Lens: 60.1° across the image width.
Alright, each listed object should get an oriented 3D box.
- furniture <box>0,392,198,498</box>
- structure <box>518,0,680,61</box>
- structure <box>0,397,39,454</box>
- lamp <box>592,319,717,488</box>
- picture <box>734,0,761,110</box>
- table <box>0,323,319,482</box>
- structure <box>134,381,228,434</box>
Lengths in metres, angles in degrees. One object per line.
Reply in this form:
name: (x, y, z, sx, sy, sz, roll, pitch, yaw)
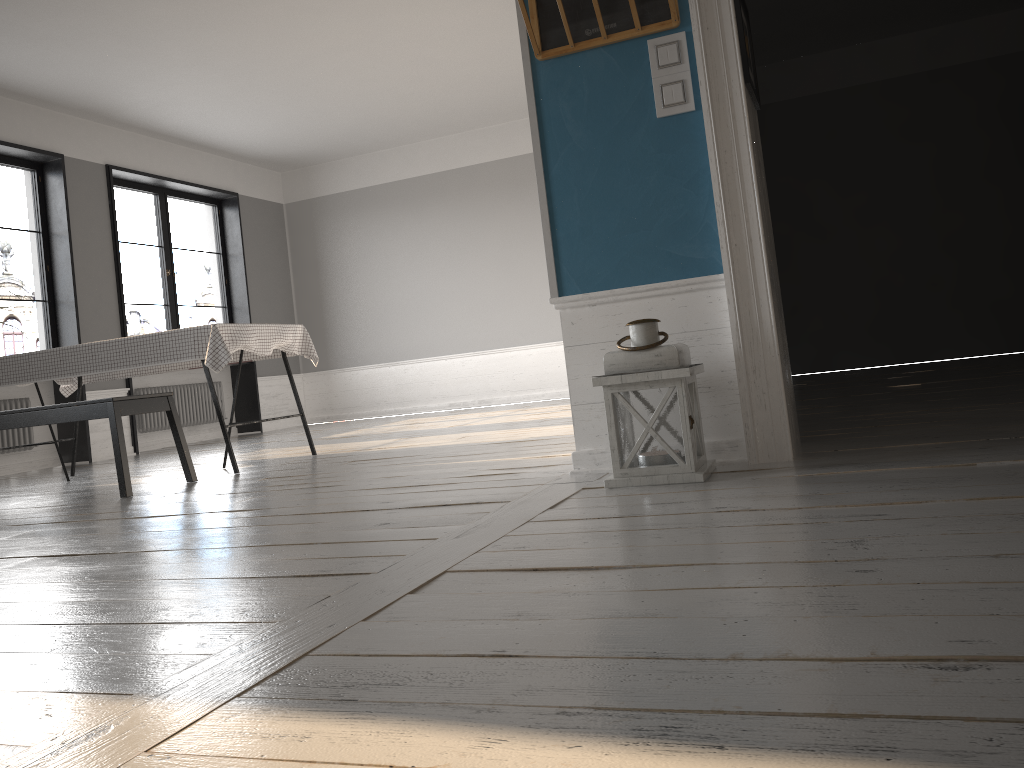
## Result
furniture: (-2.446, 0.355, 4.497, 1.664, 0.457, 0.466, -6, -1, 21)
structure: (0.238, -1.503, 2.865, 0.494, 0.778, 0.185, -7, -3, 21)
structure: (-4.125, 0.356, 6.649, 0.148, 0.429, 1.224, -7, 0, 19)
lamp: (0.423, 0.042, 2.659, 0.286, 0.479, 0.287, -7, -2, 20)
picture: (1.651, -1.424, 2.612, 1.939, 0.755, 0.359, -6, -2, 21)
table: (-2.213, 0.147, 5.252, 2.019, 0.786, 0.932, -6, 0, 21)
structure: (-3.290, 0.218, 8.840, 0.148, 0.429, 1.224, -7, 0, 19)
